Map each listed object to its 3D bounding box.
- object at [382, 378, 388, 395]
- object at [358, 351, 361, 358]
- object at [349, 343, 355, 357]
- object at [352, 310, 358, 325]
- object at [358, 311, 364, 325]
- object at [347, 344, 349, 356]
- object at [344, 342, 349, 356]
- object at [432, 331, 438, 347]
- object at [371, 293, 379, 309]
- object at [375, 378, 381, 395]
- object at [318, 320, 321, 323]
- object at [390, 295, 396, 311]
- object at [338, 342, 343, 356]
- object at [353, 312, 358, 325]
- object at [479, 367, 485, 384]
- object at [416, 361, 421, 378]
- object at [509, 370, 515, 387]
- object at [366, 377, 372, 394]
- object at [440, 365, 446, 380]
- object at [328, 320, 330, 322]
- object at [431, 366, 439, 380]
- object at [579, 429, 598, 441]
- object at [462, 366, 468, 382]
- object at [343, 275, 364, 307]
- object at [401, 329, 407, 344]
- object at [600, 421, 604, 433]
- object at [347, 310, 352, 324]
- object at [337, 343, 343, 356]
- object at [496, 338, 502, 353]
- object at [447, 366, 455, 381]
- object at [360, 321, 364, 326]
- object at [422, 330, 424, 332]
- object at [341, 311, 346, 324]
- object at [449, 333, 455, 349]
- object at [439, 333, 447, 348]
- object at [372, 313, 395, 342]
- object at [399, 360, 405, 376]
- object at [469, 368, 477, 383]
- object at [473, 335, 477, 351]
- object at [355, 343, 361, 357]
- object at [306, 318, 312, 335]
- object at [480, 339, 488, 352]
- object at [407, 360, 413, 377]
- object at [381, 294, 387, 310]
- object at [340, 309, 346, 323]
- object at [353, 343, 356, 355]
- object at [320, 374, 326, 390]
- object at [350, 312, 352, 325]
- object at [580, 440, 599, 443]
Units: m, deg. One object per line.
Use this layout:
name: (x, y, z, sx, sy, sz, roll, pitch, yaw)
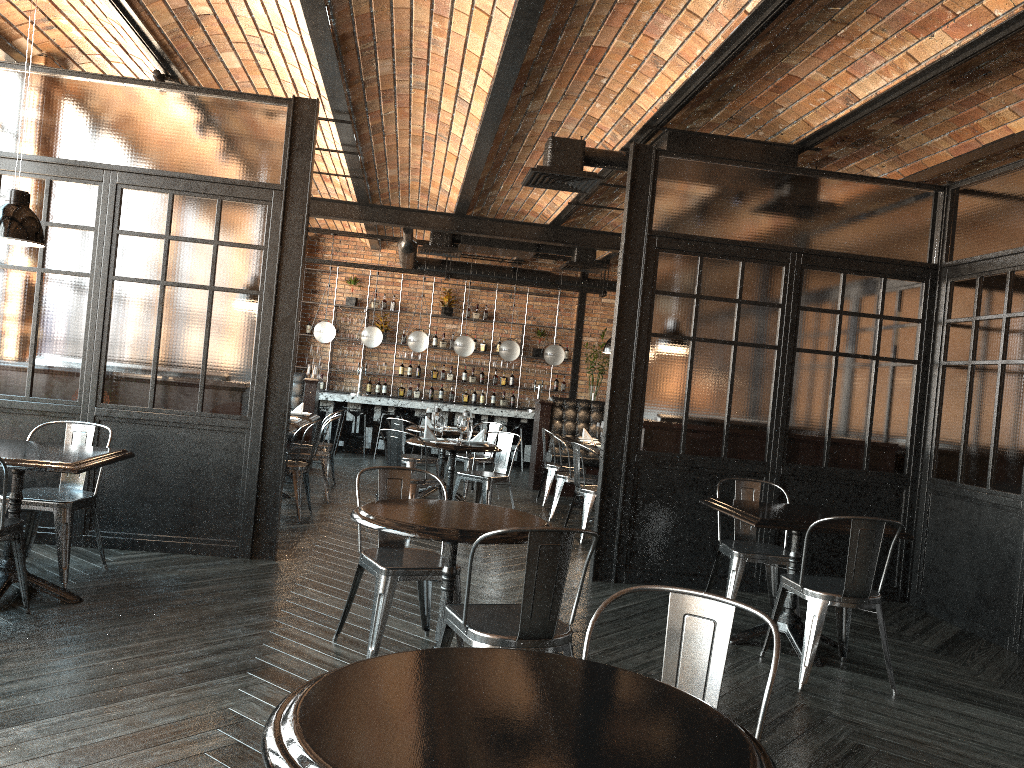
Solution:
object: (-2.262, 0.051, 15.811, 0.086, 0.298, 0.086, 6, 0, 42)
object: (-2.736, -0.595, 15.813, 0.092, 0.244, 0.092, 5, 0, -1)
object: (-2.819, -0.603, 15.637, 0.092, 0.244, 0.092, 5, 0, -1)
object: (-2.764, -1.173, 15.637, 0.092, 0.244, 0.092, 5, 0, -1)
object: (-2.662, -1.163, 15.649, 0.092, 0.244, 0.092, 5, 0, -1)
object: (-2.936, -0.614, 15.789, 0.092, 0.244, 0.092, 5, 0, -1)
object: (-2.917, -0.612, 15.626, 0.092, 0.244, 0.092, 5, 0, -1)
object: (-1.371, -0.802, 15.906, 0.086, 0.298, 0.086, 6, 0, 42)
object: (-2.432, -1.469, 15.766, 0.123, 0.279, 0.123, 5, 0, -18)
object: (-2.382, 0.039, 15.820, 0.086, 0.298, 0.086, 6, 0, 42)
object: (-3.406, -0.986, 15.641, 0.123, 0.279, 0.123, 5, 0, -18)
object: (-2.112, -1.441, 15.803, 0.083, 0.282, 0.083, 5, 0, 8)
object: (-3.045, -0.625, 15.776, 0.092, 0.244, 0.092, 5, 0, -1)
object: (-2.784, -1.175, 15.801, 0.092, 0.244, 0.092, 5, 0, -1)
object: (-0.538, -0.150, 16.009, 0.086, 0.299, 0.086, 6, 0, 42)
object: (-1.670, -0.258, 15.873, 0.086, 0.297, 0.086, 6, 0, 42)
object: (0.004, -0.096, 16.084, 0.086, 0.298, 0.086, 6, 0, 42)
object: (-2.535, 0.026, 15.777, 0.086, 0.299, 0.086, 6, 0, 42)
object: (-1.233, -0.208, 15.922, 0.083, 0.282, 0.083, 5, 0, -7)
object: (-3.253, -0.983, 15.677, 0.086, 0.299, 0.086, 6, 0, 42)
object: (-1.387, -0.204, 15.903, 0.151, 0.248, 0.094, 5, 0, -18)
object: (0.881, 0.585, 10.192, 0.232, 0.139, 0.232, 6, 0, 42)
object: (-0.846, -0.179, 15.976, 0.086, 0.298, 0.086, 6, 0, 42)
object: (-2.828, -1.645, 15.742, 0.377, 0.554, 0.422, 5, 0, -19)
object: (-1.931, -0.848, 15.832, 0.083, 0.282, 0.083, 5, 0, -22)
object: (1.036, 0.541, 10.002, 0.092, 0.244, 0.092, 5, 0, -24)
object: (-2.862, -1.182, 15.625, 0.092, 0.244, 0.092, 5, 0, -1)
object: (-3.025, -0.623, 15.613, 0.092, 0.244, 0.092, 5, 0, -1)
object: (-0.228, -0.692, 16.042, 0.086, 0.299, 0.086, 6, 0, 42)
object: (-1.095, -0.192, 15.925, 0.123, 0.279, 0.123, 5, 0, 7)
object: (-2.681, -1.165, 15.813, 0.092, 0.244, 0.092, 5, 0, -1)
object: (-1.603, -0.824, 15.885, 0.086, 0.298, 0.086, 6, 0, 42)
object: (-2.990, -1.195, 15.776, 0.092, 0.244, 0.092, 5, 0, -1)
object: (-1.072, -0.766, 15.935, 0.083, 0.282, 0.083, 5, 0, -7)
object: (-1.230, -0.778, 15.902, 0.123, 0.279, 0.123, 5, 0, -18)
object: (-2.294, -1.004, 15.759, 0.430, 0.526, 0.425, 5, 0, 5)
object: (-1.965, -0.285, 15.841, 0.086, 0.299, 0.086, 6, 0, 42)
object: (-0.705, -0.155, 15.972, 0.123, 0.279, 0.123, 5, 0, -18)
object: (-0.669, -0.736, 16.014, 0.086, 0.298, 0.086, 6, 0, 42)
object: (-2.716, -0.593, 15.650, 0.092, 0.244, 0.092, 5, 0, -1)
object: (-3.587, -1.015, 15.665, 0.086, 0.298, 0.086, 6, 0, 42)
object: (-0.510, -0.694, 16.001, 0.151, 0.248, 0.094, 5, 0, 22)
object: (-1.824, -0.273, 15.883, 0.086, 0.298, 0.086, 6, 0, 42)
object: (-2.276, -1.457, 15.783, 0.083, 0.282, 0.083, 5, 0, -22)
object: (-2.971, -1.193, 15.612, 0.092, 0.244, 0.092, 5, 0, -1)
object: (-2.838, -0.605, 15.801, 0.092, 0.244, 0.092, 5, 0, -1)
object: (-3.361, -0.044, 15.658, 0.123, 0.279, 0.123, 5, 0, 7)
object: (-2.881, -1.184, 15.789, 0.092, 0.244, 0.092, 5, 0, -1)
object: (0.895, 0.642, 9.935, 0.255, 0.019, 0.157, 5, 0, -6)
